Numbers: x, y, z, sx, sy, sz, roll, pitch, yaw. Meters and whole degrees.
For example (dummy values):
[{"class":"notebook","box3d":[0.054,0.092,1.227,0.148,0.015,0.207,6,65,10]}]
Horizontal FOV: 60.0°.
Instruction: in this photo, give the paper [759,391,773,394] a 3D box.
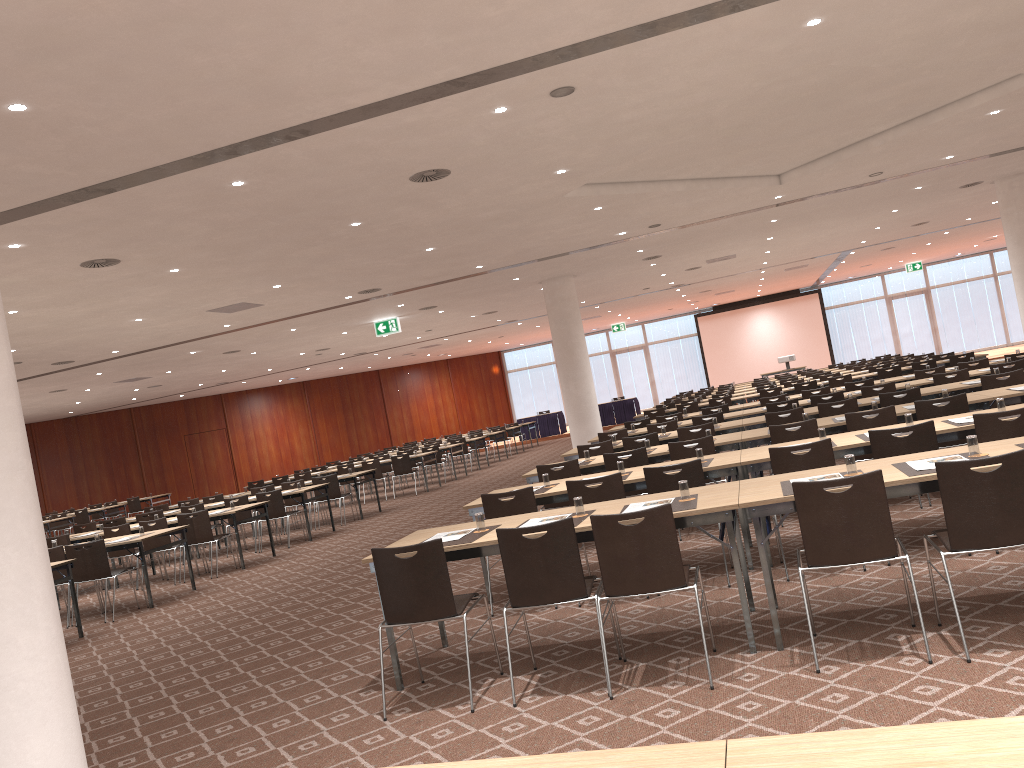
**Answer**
[{"class":"paper","box3d":[5.198,0.176,18.163,0.284,0.006,0.398,-11,-1,15]}]

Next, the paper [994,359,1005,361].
[{"class":"paper","box3d":[7.666,-0.383,13.829,0.284,0.006,0.398,-11,-1,13]}]

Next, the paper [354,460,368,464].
[{"class":"paper","box3d":[-3.975,2.012,22.649,0.460,0.003,0.565,-11,-1,16]}]

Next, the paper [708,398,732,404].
[{"class":"paper","box3d":[4.299,0.353,18.316,0.460,0.003,0.565,-11,-1,16]}]

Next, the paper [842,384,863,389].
[{"class":"paper","box3d":[5.572,0.028,14.335,0.460,0.003,0.565,-11,-1,16]}]

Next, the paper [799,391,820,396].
[{"class":"paper","box3d":[4.951,0.150,14.528,0.460,0.003,0.565,-11,-1,14]}]

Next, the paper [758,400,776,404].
[{"class":"paper","box3d":[4.319,0.273,14.683,0.460,0.003,0.565,-11,-1,18]}]

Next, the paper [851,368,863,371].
[{"class":"paper","box3d":[8.352,-0.354,21.421,0.284,0.006,0.398,-11,-1,13]}]

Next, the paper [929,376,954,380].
[{"class":"paper","box3d":[5.923,-0.086,12.225,0.284,0.006,0.398,-11,-1,16]}]

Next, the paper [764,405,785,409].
[{"class":"paper","box3d":[3.789,0.331,12.830,0.284,0.006,0.398,-11,-1,13]}]

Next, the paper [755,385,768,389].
[{"class":"paper","box3d":[6.233,0.063,21.934,0.460,0.003,0.565,-11,-1,15]}]

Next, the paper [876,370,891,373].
[{"class":"paper","box3d":[7.334,-0.242,17.568,0.284,0.006,0.398,-11,-1,17]}]

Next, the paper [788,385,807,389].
[{"class":"paper","box3d":[5.824,0.056,17.918,0.460,0.003,0.565,-11,-1,14]}]

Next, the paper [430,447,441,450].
[{"class":"paper","box3d":[-1.890,1.602,22.131,0.284,0.006,0.398,-11,-1,15]}]

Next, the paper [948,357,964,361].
[{"class":"paper","box3d":[8.602,-0.487,17.152,0.460,0.003,0.565,-11,-1,12]}]

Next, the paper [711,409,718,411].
[{"class":"paper","box3d":[3.372,0.456,15.004,0.284,0.006,0.398,-11,-1,15]}]

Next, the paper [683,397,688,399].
[{"class":"paper","box3d":[4.588,0.428,24.472,0.460,0.003,0.565,-11,-1,17]}]

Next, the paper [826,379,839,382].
[{"class":"paper","box3d":[6.428,-0.065,17.800,0.284,0.006,0.398,-11,-1,14]}]

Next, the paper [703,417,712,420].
[{"class":"paper","box3d":[2.849,0.514,13.080,0.284,0.006,0.398,-11,-1,15]}]

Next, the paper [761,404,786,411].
[{"class":"paper","box3d":[3.827,0.326,12.734,0.460,0.003,0.565,-11,-1,12]}]

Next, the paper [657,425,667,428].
[{"class":"paper","box3d":[2.220,0.637,13.254,0.284,0.006,0.398,-11,-1,15]}]

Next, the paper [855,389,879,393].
[{"class":"paper","box3d":[4.996,0.095,12.491,0.284,0.006,0.398,-11,-1,14]}]

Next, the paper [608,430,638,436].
[{"class":"paper","box3d":[1.655,0.750,13.358,0.460,0.003,0.565,-11,-1,14]}]

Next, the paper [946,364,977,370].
[{"class":"paper","box3d":[7.091,-0.268,13.918,0.460,0.003,0.565,-11,-1,18]}]

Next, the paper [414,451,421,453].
[{"class":"paper","box3d":[-2.445,1.713,22.207,0.460,0.003,0.565,-11,-1,16]}]

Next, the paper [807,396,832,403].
[{"class":"paper","box3d":[4.428,0.208,12.570,0.460,0.003,0.565,-11,-1,16]}]

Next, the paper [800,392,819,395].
[{"class":"paper","box3d":[4.903,0.157,14.604,0.284,0.006,0.398,-11,-1,14]}]

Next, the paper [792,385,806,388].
[{"class":"paper","box3d":[5.806,0.056,17.959,0.284,0.006,0.398,-11,-1,13]}]

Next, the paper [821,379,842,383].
[{"class":"paper","box3d":[6.433,-0.064,17.723,0.460,0.003,0.565,-11,-1,16]}]

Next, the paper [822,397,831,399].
[{"class":"paper","box3d":[4.400,0.212,12.669,0.284,0.006,0.398,-11,-1,19]}]

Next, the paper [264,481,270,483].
[{"class":"paper","box3d":[-5.768,2.315,21.105,0.284,0.006,0.398,-11,-1,16]}]

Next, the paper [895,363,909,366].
[{"class":"paper","box3d":[8.464,-0.419,19.316,0.284,0.006,0.398,-11,-1,15]}]

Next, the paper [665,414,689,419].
[{"class":"paper","box3d":[2.769,0.576,15.113,0.460,0.003,0.565,-11,-1,14]}]

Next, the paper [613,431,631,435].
[{"class":"paper","box3d":[1.643,0.750,13.416,0.284,0.006,0.398,-11,-1,17]}]

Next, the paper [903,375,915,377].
[{"class":"paper","box3d":[6.427,-0.141,14.184,0.284,0.006,0.398,-11,-1,15]}]

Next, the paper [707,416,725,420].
[{"class":"paper","box3d":[2.878,0.511,12.998,0.460,0.003,0.565,-11,-1,11]}]

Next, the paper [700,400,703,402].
[{"class":"paper","box3d":[4.167,0.422,20.425,0.460,0.003,0.565,-11,-1,14]}]

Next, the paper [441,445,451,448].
[{"class":"paper","box3d":[-1.826,1.592,22.044,0.460,0.003,0.565,-11,-1,18]}]

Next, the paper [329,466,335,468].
[{"class":"paper","box3d":[-4.632,2.137,22.880,0.284,0.006,0.398,-11,-1,12]}]

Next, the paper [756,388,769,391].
[{"class":"paper","box3d":[5.686,0.124,20.107,0.284,0.006,0.398,-11,-1,14]}]

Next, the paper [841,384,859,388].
[{"class":"paper","box3d":[5.519,0.037,14.442,0.284,0.006,0.398,-11,-1,16]}]

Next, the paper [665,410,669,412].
[{"class":"paper","box3d":[3.076,0.592,18.634,0.460,0.003,0.565,-11,-1,14]}]

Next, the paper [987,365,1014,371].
[{"class":"paper","box3d":[6.612,-0.217,12.011,0.460,0.003,0.565,-11,-1,14]}]

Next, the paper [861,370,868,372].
[{"class":"paper","box3d":[7.836,-0.297,19.480,0.284,0.006,0.398,-11,-1,14]}]

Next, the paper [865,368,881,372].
[{"class":"paper","box3d":[7.880,-0.302,19.402,0.460,0.003,0.565,-11,-1,15]}]

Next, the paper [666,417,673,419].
[{"class":"paper","box3d":[2.762,0.574,15.163,0.284,0.006,0.398,-11,-1,15]}]

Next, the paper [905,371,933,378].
[{"class":"paper","box3d":[6.487,-0.150,14.103,0.460,0.003,0.565,-11,-1,16]}]

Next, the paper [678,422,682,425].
[{"class":"paper","box3d":[2.288,0.626,13.172,0.460,0.003,0.565,-11,-1,14]}]

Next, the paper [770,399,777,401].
[{"class":"paper","box3d":[4.281,0.278,14.759,0.284,0.006,0.398,-11,-1,15]}]

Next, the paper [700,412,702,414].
[{"class":"paper","box3d":[3.390,0.455,14.934,0.460,0.003,0.565,-11,-1,12]}]

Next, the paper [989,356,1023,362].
[{"class":"paper","box3d":[7.693,-0.385,13.785,0.460,0.003,0.565,-11,-1,16]}]

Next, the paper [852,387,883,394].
[{"class":"paper","box3d":[5.036,0.090,12.427,0.460,0.003,0.565,-11,-1,14]}]

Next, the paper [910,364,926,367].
[{"class":"paper","box3d":[7.976,-0.367,17.377,0.284,0.006,0.398,-11,-1,12]}]

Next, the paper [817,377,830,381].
[{"class":"paper","box3d":[6.939,-0.118,19.675,0.460,0.003,0.565,-11,-1,16]}]

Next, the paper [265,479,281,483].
[{"class":"paper","box3d":[-5.723,2.309,21.041,0.460,0.003,0.565,-11,-1,16]}]

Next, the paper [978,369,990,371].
[{"class":"paper","box3d":[6.546,-0.208,12.076,0.284,0.006,0.398,-11,-1,15]}]

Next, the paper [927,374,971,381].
[{"class":"paper","box3d":[5.971,-0.093,12.155,0.460,0.003,0.565,-11,-1,14]}]

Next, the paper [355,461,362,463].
[{"class":"paper","box3d":[-4.030,2.020,22.711,0.284,0.006,0.398,-11,-1,15]}]
